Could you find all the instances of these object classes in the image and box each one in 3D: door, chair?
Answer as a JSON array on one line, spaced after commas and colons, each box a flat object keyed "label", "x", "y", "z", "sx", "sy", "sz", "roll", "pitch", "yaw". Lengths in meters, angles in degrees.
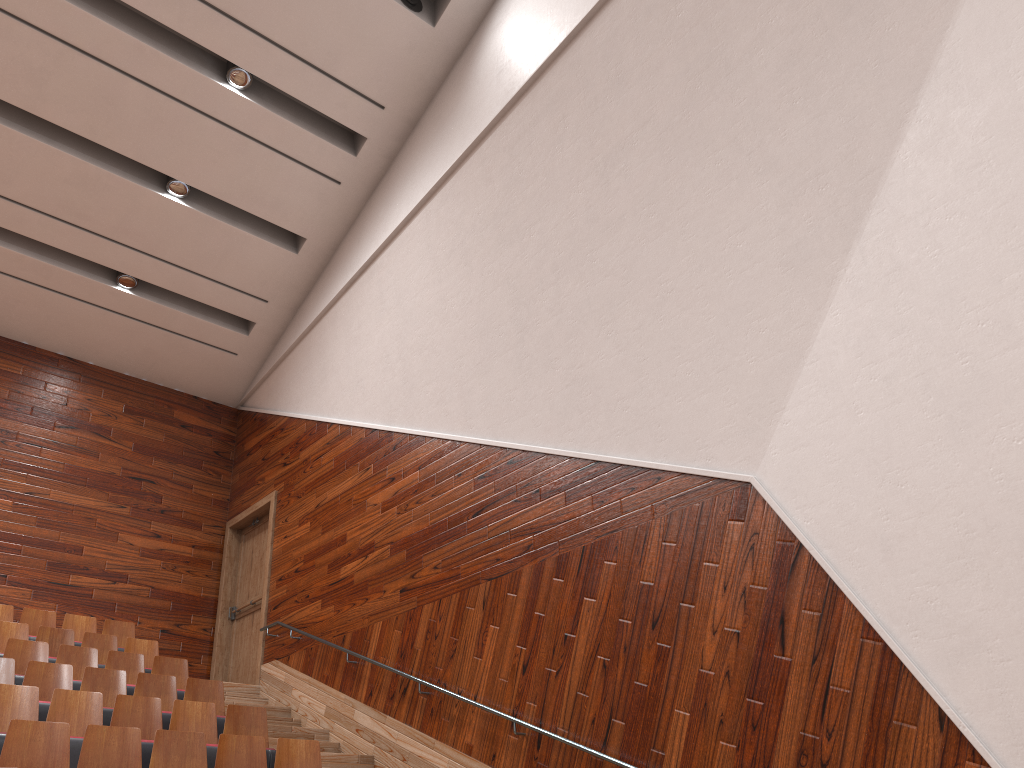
[{"label": "door", "x": -0.322, "y": 0.265, "z": 1.082, "sx": 0.025, "sy": 0.228, "sz": 0.144, "roll": 17, "pitch": -30, "yaw": -36}, {"label": "chair", "x": -0.584, "y": 0.081, "z": 0.222, "sx": 1.208, "sy": 0.355, "sz": 0.794, "roll": 21, "pitch": -35, "yaw": -36}]

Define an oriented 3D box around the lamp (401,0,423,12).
[{"label": "lamp", "x": -0.085, "y": -0.377, "z": 0.826, "sx": 0.031, "sy": 0.030, "sz": 0.046, "roll": 19, "pitch": -33, "yaw": -36}]
